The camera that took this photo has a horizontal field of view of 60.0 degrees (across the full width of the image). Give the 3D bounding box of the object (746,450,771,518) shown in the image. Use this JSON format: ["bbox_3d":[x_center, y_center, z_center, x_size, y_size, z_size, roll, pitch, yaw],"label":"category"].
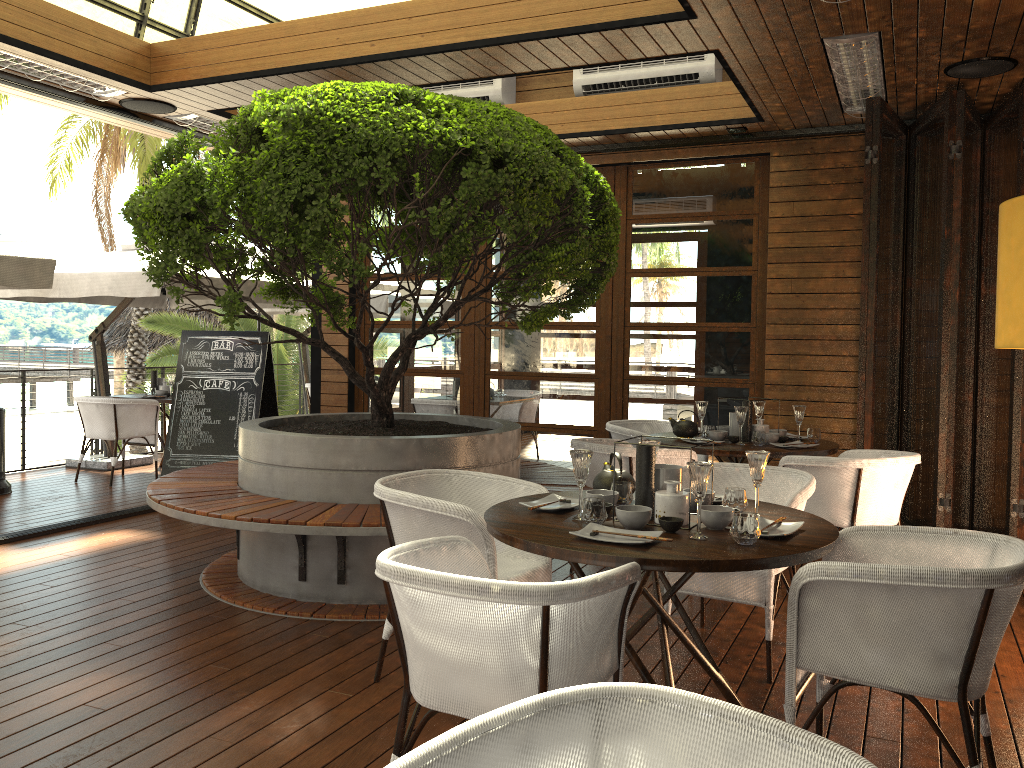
[{"bbox_3d":[0.833,0.343,3.011,0.082,0.227,0.082,2,2,34],"label":"object"}]

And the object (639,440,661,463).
[{"bbox_3d":[0.509,0.324,3.289,0.082,0.227,0.082,1,2,17],"label":"object"}]

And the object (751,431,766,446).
[{"bbox_3d":[1.462,0.322,5.248,0.086,0.086,0.086,2,2,19],"label":"object"}]

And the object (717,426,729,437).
[{"bbox_3d":[1.391,0.308,5.767,0.116,0.065,0.116,3,3,35],"label":"object"}]

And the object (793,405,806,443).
[{"bbox_3d":[1.756,0.246,5.425,0.082,0.227,0.082,-1,2,-42],"label":"object"}]

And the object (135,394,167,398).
[{"bbox_3d":[-3.427,0.121,8.461,0.295,0.025,0.170,2,3,24],"label":"object"}]

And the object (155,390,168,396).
[{"bbox_3d":[-3.406,0.094,8.622,0.116,0.065,0.116,2,3,28],"label":"object"}]

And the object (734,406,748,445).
[{"bbox_3d":[1.360,0.246,5.268,0.082,0.227,0.082,0,2,-25],"label":"object"}]

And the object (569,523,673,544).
[{"bbox_3d":[0.336,0.455,2.646,0.295,0.025,0.170,2,3,28],"label":"object"}]

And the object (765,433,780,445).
[{"bbox_3d":[1.551,0.330,5.340,0.116,0.065,0.116,3,3,35],"label":"object"}]

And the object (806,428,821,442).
[{"bbox_3d":[1.873,0.317,5.502,0.086,0.086,0.086,2,2,24],"label":"object"}]

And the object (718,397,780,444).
[{"bbox_3d":[1.474,0.221,5.529,0.263,0.264,0.263,0,2,-31],"label":"object"}]

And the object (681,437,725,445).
[{"bbox_3d":[1.147,0.346,5.300,0.170,0.025,0.295,0,3,-26],"label":"object"}]

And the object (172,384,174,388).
[{"bbox_3d":[-3.249,0.033,8.746,0.168,0.179,0.163,2,2,22],"label":"object"}]

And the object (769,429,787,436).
[{"bbox_3d":[1.670,0.321,5.580,0.116,0.065,0.116,1,2,-5],"label":"object"}]

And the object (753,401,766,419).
[{"bbox_3d":[1.620,0.225,5.816,0.082,0.227,0.082,0,2,-25],"label":"object"}]

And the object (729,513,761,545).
[{"bbox_3d":[0.693,0.431,2.631,0.086,0.086,0.086,1,2,-7],"label":"object"}]

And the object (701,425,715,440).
[{"bbox_3d":[1.230,0.305,5.542,0.086,0.086,0.086,2,2,24],"label":"object"}]

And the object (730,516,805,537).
[{"bbox_3d":[0.823,0.455,2.825,0.170,0.025,0.295,3,3,33],"label":"object"}]

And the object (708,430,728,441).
[{"bbox_3d":[1.262,0.321,5.432,0.116,0.065,0.116,1,2,-5],"label":"object"}]

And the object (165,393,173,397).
[{"bbox_3d":[-3.316,0.108,8.583,0.080,0.042,0.080,2,3,16],"label":"object"}]

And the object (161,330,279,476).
[{"bbox_3d":[-2.391,0.253,7.390,0.768,1.396,0.772,1,2,9],"label":"object"}]

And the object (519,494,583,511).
[{"bbox_3d":[0.143,0.429,3.148,0.170,0.025,0.295,3,3,33],"label":"object"}]

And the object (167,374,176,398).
[{"bbox_3d":[-3.271,0.017,8.512,0.082,0.227,0.082,2,2,25],"label":"object"}]

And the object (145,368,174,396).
[{"bbox_3d":[-3.520,-0.019,8.867,0.263,0.264,0.263,0,2,-21],"label":"object"}]

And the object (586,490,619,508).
[{"bbox_3d":[0.317,0.413,3.118,0.116,0.065,0.116,3,3,37],"label":"object"}]

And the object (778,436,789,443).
[{"bbox_3d":[1.648,0.340,5.411,0.080,0.042,0.080,-1,3,-32],"label":"object"}]

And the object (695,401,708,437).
[{"bbox_3d":[1.214,0.225,5.683,0.082,0.227,0.082,-1,2,-42],"label":"object"}]

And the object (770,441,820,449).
[{"bbox_3d":[1.677,0.359,5.206,0.294,0.025,0.170,-1,3,-31],"label":"object"}]

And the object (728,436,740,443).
[{"bbox_3d":[1.346,0.337,5.366,0.080,0.042,0.080,1,2,3],"label":"object"}]

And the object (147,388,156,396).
[{"bbox_3d":[-3.514,0.080,8.649,0.086,0.086,0.086,2,2,29],"label":"object"}]

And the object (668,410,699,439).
[{"bbox_3d":[1.098,0.253,5.613,0.163,0.179,0.168,0,2,-28],"label":"object"}]

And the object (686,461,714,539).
[{"bbox_3d":[0.569,0.353,2.692,0.082,0.227,0.082,2,2,29],"label":"object"}]

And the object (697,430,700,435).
[{"bbox_3d":[1.244,0.320,5.878,0.294,0.025,0.170,-1,3,-31],"label":"object"}]

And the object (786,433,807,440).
[{"bbox_3d":[1.775,0.337,5.715,0.170,0.025,0.295,0,3,-26],"label":"object"}]
